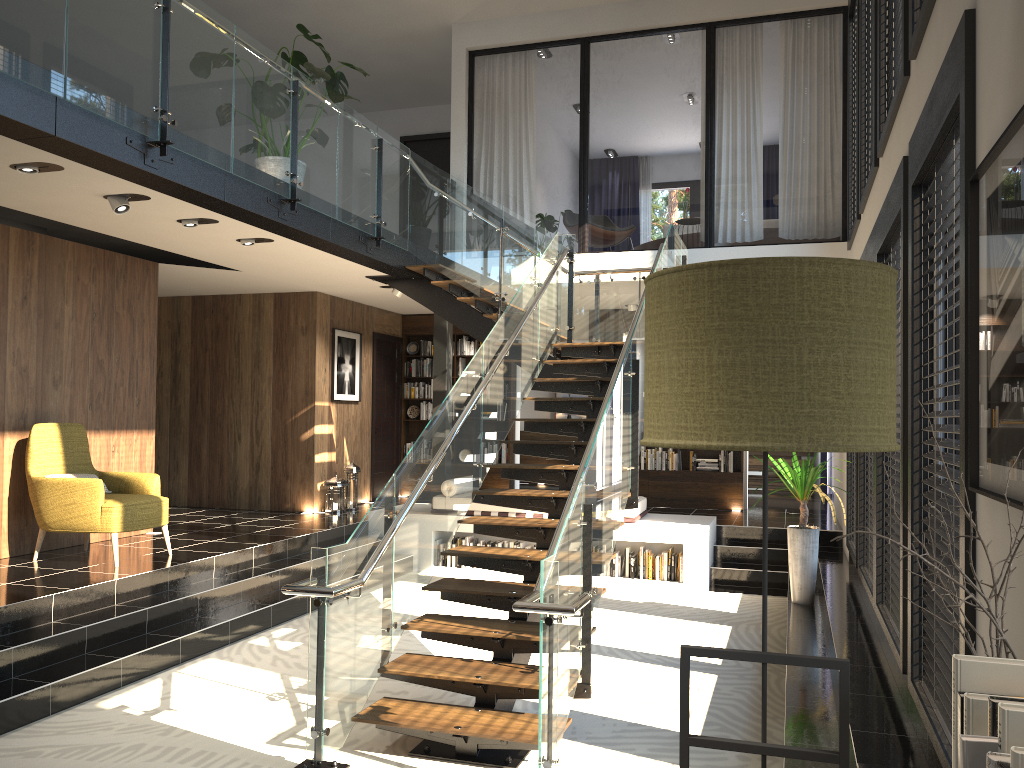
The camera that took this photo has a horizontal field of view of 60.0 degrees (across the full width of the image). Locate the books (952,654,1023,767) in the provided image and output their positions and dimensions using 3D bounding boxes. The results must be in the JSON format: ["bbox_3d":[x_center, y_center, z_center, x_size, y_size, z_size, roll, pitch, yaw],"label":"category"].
[{"bbox_3d":[0.790,0.599,1.414,0.160,0.312,0.035,0,-1,18],"label":"books"}]

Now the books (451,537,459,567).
[{"bbox_3d":[-0.634,1.873,9.910,0.029,0.314,0.163,0,-2,18],"label":"books"}]

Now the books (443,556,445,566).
[{"bbox_3d":[-0.741,1.924,9.949,0.029,0.211,0.130,0,-2,18],"label":"books"}]

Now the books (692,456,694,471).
[{"bbox_3d":[2.436,1.065,11.894,0.025,0.199,0.149,0,-2,18],"label":"books"}]

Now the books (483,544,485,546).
[{"bbox_3d":[-0.295,1.910,9.880,0.026,0.246,0.149,0,-2,18],"label":"books"}]

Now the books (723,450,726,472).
[{"bbox_3d":[2.826,1.009,11.773,0.027,0.311,0.149,0,-2,18],"label":"books"}]

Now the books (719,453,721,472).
[{"bbox_3d":[2.771,1.041,11.786,0.026,0.246,0.149,0,-2,18],"label":"books"}]

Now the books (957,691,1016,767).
[{"bbox_3d":[0.790,0.622,1.379,0.173,0.262,0.030,0,-1,18],"label":"books"}]

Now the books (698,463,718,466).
[{"bbox_3d":[2.618,1.071,11.843,0.263,0.024,0.167,0,-2,13],"label":"books"}]

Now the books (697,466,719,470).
[{"bbox_3d":[2.618,1.124,11.843,0.286,0.030,0.176,0,-2,16],"label":"books"}]

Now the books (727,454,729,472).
[{"bbox_3d":[2.873,1.048,11.764,0.022,0.234,0.178,0,-2,18],"label":"books"}]

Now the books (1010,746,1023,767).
[{"bbox_3d":[0.692,0.593,1.054,0.177,0.294,0.025,0,-1,18],"label":"books"}]

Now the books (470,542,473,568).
[{"bbox_3d":[-0.431,1.888,9.831,0.025,0.282,0.149,0,-2,18],"label":"books"}]

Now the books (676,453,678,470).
[{"bbox_3d":[2.229,1.051,11.970,0.026,0.227,0.129,0,-2,18],"label":"books"}]

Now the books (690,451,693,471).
[{"bbox_3d":[2.417,1.033,11.915,0.024,0.263,0.174,0,-2,18],"label":"books"}]

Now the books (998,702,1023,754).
[{"bbox_3d":[0.738,0.593,1.188,0.155,0.305,0.032,0,-1,18],"label":"books"}]

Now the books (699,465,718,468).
[{"bbox_3d":[2.622,1.097,11.855,0.250,0.026,0.148,0,-2,14],"label":"books"}]

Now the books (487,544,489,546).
[{"bbox_3d":[-0.237,1.901,9.828,0.019,0.261,0.183,0,-2,18],"label":"books"}]

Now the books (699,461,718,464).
[{"bbox_3d":[2.622,1.047,11.854,0.251,0.026,0.148,0,-2,13],"label":"books"}]

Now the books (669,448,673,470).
[{"bbox_3d":[2.152,1.017,11.988,0.025,0.294,0.177,0,-2,18],"label":"books"}]

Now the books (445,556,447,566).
[{"bbox_3d":[-0.711,1.902,9.944,0.030,0.256,0.145,0,-2,18],"label":"books"}]

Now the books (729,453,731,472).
[{"bbox_3d":[2.892,1.038,11.750,0.023,0.254,0.191,0,-2,18],"label":"books"}]

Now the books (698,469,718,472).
[{"bbox_3d":[2.620,1.152,11.851,0.273,0.025,0.156,0,-2,15],"label":"books"}]

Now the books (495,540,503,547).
[{"bbox_3d":[-0.143,1.882,9.780,0.033,0.299,0.196,0,-2,18],"label":"books"}]

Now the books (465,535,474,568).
[{"bbox_3d":[-0.467,1.860,9.843,0.051,0.338,0.187,0,-2,18],"label":"books"}]

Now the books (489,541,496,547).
[{"bbox_3d":[-0.217,1.890,9.813,0.028,0.282,0.173,0,-2,18],"label":"books"}]

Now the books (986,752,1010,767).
[{"bbox_3d":[0.716,0.616,1.136,0.194,0.255,0.034,0,-1,18],"label":"books"}]

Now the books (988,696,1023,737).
[{"bbox_3d":[0.760,0.599,1.240,0.169,0.298,0.032,0,-1,18],"label":"books"}]

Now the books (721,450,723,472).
[{"bbox_3d":[2.798,1.002,11.780,0.030,0.325,0.195,0,-2,18],"label":"books"}]

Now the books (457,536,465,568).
[{"bbox_3d":[-0.563,1.867,9.854,0.030,0.322,0.203,0,-2,18],"label":"books"}]

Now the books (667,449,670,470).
[{"bbox_3d":[2.125,1.024,11.990,0.028,0.280,0.155,0,-2,18],"label":"books"}]

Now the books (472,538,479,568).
[{"bbox_3d":[-0.406,1.873,9.833,0.021,0.313,0.139,0,-2,18],"label":"books"}]

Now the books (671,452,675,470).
[{"bbox_3d":[2.173,1.039,11.967,0.028,0.250,0.162,0,-2,18],"label":"books"}]

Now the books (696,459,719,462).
[{"bbox_3d":[2.618,1.019,11.841,0.288,0.030,0.176,0,-2,22],"label":"books"}]

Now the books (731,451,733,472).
[{"bbox_3d":[2.912,1.027,11.737,0.025,0.274,0.205,0,-2,18],"label":"books"}]

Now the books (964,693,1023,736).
[{"bbox_3d":[0.766,0.613,1.330,0.160,0.276,0.030,0,-1,18],"label":"books"}]

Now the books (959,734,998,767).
[{"bbox_3d":[0.728,0.619,1.220,0.202,0.255,0.025,0,-1,18],"label":"books"}]

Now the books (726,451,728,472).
[{"bbox_3d":[2.852,1.031,11.774,0.023,0.267,0.147,0,-2,18],"label":"books"}]

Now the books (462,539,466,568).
[{"bbox_3d":[-0.509,1.874,9.835,0.028,0.309,0.211,0,-2,18],"label":"books"}]

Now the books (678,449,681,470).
[{"bbox_3d":[2.256,1.012,11.973,0.022,0.307,0.131,0,-2,18],"label":"books"}]

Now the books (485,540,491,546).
[{"bbox_3d":[-0.271,1.891,9.872,0.025,0.285,0.137,0,-2,18],"label":"books"}]

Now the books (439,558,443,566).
[{"bbox_3d":[-0.776,1.908,9.932,0.027,0.241,0.150,0,-2,18],"label":"books"}]

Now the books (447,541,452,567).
[{"bbox_3d":[-0.672,1.892,9.893,0.035,0.273,0.200,0,-2,18],"label":"books"}]

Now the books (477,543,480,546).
[{"bbox_3d":[-0.355,1.895,9.828,0.021,0.270,0.148,0,-2,18],"label":"books"}]

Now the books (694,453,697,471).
[{"bbox_3d":[2.459,1.045,11.879,0.026,0.238,0.159,0,-2,18],"label":"books"}]

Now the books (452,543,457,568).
[{"bbox_3d":[-0.618,1.901,9.866,0.027,0.254,0.204,0,-2,18],"label":"books"}]

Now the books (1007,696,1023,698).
[{"bbox_3d":[0.799,0.615,1.348,0.150,0.274,0.025,0,-1,18],"label":"books"}]

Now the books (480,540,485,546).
[{"bbox_3d":[-0.328,1.883,9.844,0.020,0.295,0.102,0,-1,18],"label":"books"}]

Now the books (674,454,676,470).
[{"bbox_3d":[2.205,1.054,11.978,0.026,0.221,0.145,0,-2,18],"label":"books"}]
